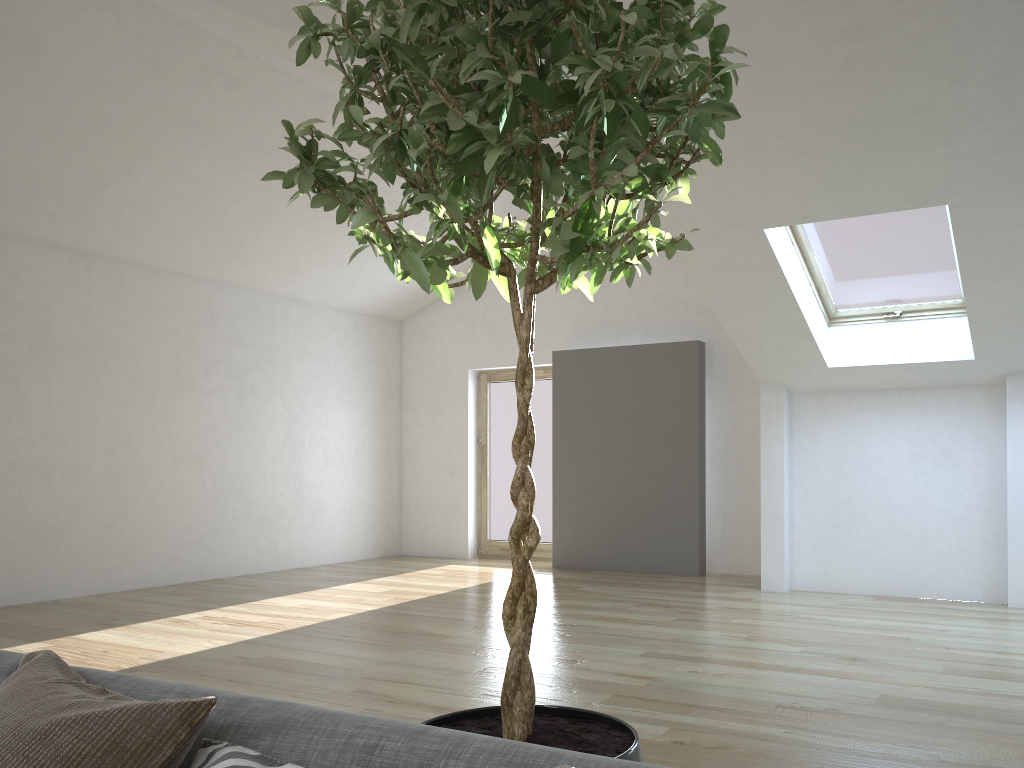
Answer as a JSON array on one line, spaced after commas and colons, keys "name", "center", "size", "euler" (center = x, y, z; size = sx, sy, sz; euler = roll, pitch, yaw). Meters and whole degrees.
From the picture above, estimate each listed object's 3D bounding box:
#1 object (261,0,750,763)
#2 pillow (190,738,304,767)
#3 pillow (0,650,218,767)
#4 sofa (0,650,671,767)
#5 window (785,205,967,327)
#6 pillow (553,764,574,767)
[{"name": "object", "center": [-0.016, 0.144, 1.509], "size": [0.805, 2.016, 0.810], "euler": [0, -1, 9]}, {"name": "pillow", "center": [-0.270, 0.583, 0.925], "size": [0.562, 0.283, 0.358], "euler": [-3, -4, 30]}, {"name": "pillow", "center": [-0.694, 0.580, 1.219], "size": [0.579, 0.337, 0.309], "euler": [-4, -5, 40]}, {"name": "sofa", "center": [-0.138, 0.735, 0.695], "size": [2.470, 0.682, 1.024], "euler": [-3, -5, 30]}, {"name": "window", "center": [2.535, -0.828, 6.081], "size": [1.477, 0.727, 1.901], "euler": [-3, -6, 31]}, {"name": "pillow", "center": [0.233, 0.536, 0.692], "size": [0.644, 0.318, 0.262], "euler": [-3, -4, 31]}]
